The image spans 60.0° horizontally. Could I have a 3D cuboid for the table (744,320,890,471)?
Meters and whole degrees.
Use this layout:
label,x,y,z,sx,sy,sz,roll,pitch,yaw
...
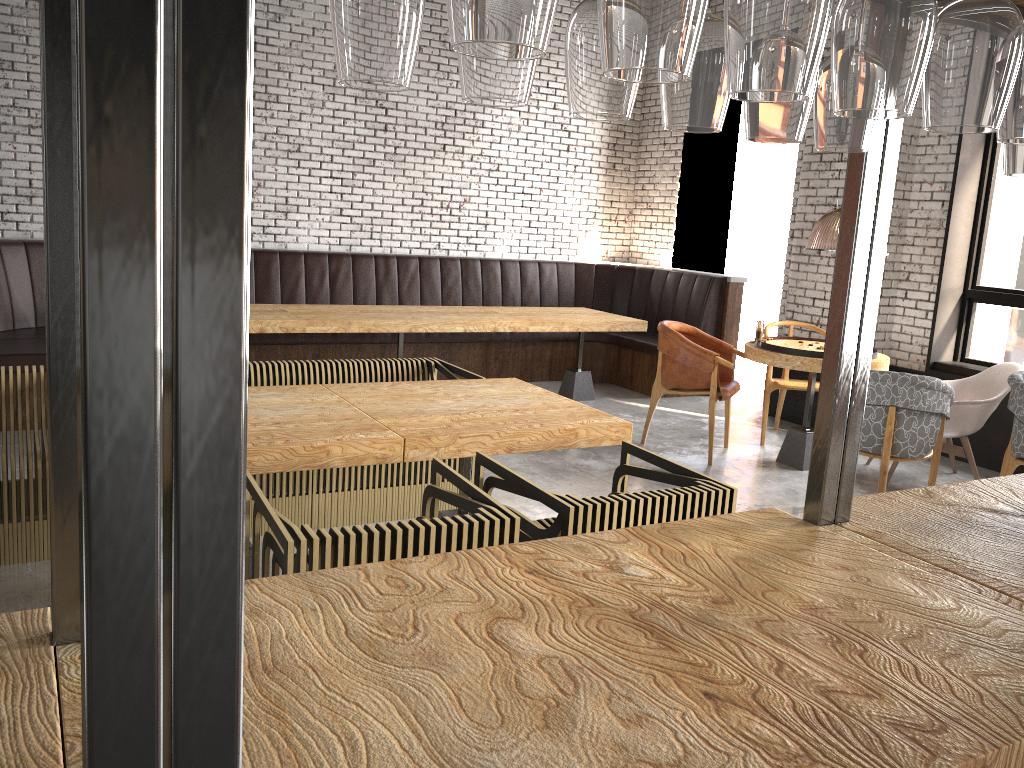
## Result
label,x,y,z,sx,sy,sz,roll,pitch,yaw
table,2.036,0.088,6.058,0.932,0.970,0.935,6,10,13

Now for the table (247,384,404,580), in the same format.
label,x,y,z,sx,sy,sz,roll,pitch,yaw
table,-1.084,0.488,3.381,0.997,0.761,1.003,-2,12,-29

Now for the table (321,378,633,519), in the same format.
label,x,y,z,sx,sy,sz,roll,pitch,yaw
table,-0.207,0.455,3.868,0.997,0.761,1.003,-2,12,-29

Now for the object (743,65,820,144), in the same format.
label,x,y,z,sx,sy,sz,roll,pitch,yaw
object,0.375,-0.472,1.222,0.101,0.266,0.101,1,10,-15

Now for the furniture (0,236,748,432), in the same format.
label,x,y,z,sx,sy,sz,roll,pitch,yaw
furniture,-1.223,-0.518,7.664,6.765,1.147,1.923,-2,12,-29

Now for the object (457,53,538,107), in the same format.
label,x,y,z,sx,sy,sz,roll,pitch,yaw
object,-0.011,-0.457,1.007,0.101,0.266,0.101,1,10,-15

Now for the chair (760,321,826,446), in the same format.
label,x,y,z,sx,sy,sz,roll,pitch,yaw
chair,2.176,0.001,6.804,0.612,0.918,0.646,3,10,-3

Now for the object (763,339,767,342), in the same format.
label,x,y,z,sx,sy,sz,roll,pitch,yaw
object,1.760,-0.304,6.182,0.032,0.020,0.031,9,11,24

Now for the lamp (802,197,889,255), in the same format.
label,x,y,z,sx,sy,sz,roll,pitch,yaw
lamp,2.257,-2.043,5.602,0.537,2.398,0.538,6,10,12

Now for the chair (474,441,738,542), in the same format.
label,x,y,z,sx,sy,sz,roll,pitch,yaw
chair,0.282,0.649,3.094,0.657,0.728,0.640,-2,11,-28

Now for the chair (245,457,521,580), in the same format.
label,x,y,z,sx,sy,sz,roll,pitch,yaw
chair,-0.432,0.679,2.682,0.657,0.728,0.640,-1,11,-26

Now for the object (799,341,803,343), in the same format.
label,x,y,z,sx,sy,sz,roll,pitch,yaw
object,2.008,-0.291,6.158,0.032,0.010,0.032,8,11,21

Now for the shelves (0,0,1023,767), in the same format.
label,x,y,z,sx,sy,sz,roll,pitch,yaw
shelves,0.262,-1.116,0.871,3.660,5.002,0.692,-2,11,-29

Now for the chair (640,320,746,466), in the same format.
label,x,y,z,sx,sy,sz,roll,pitch,yaw
chair,1.263,0.037,6.263,0.644,0.926,0.683,8,11,23

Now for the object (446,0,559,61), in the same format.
label,x,y,z,sx,sy,sz,roll,pitch,yaw
object,-0.002,-0.397,0.690,0.101,0.266,0.101,1,10,-15

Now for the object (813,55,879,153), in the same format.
label,x,y,z,sx,sy,sz,roll,pitch,yaw
object,0.496,-0.476,1.289,0.101,0.266,0.101,1,10,-15

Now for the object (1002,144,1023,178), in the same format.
label,x,y,z,sx,sy,sz,roll,pitch,yaw
object,0.904,-0.491,1.515,0.101,0.266,0.101,4,10,1

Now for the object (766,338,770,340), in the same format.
label,x,y,z,sx,sy,sz,roll,pitch,yaw
object,1.802,-0.317,6.238,0.032,0.010,0.032,8,11,21

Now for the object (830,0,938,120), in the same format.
label,x,y,z,sx,sy,sz,roll,pitch,yaw
object,0.384,-0.412,0.904,0.101,0.266,0.101,1,10,-15

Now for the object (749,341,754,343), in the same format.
label,x,y,z,sx,sy,sz,roll,pitch,yaw
object,1.672,-0.294,6.187,0.032,0.010,0.032,8,11,21

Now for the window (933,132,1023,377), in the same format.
label,x,y,z,sx,sy,sz,roll,pitch,yaw
window,3.814,-1.290,5.948,0.365,2.688,1.539,-2,11,-29

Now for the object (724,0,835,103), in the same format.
label,x,y,z,sx,sy,sz,roll,pitch,yaw
object,0.256,-0.407,0.833,0.101,0.266,0.101,1,10,-15

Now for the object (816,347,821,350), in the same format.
label,x,y,z,sx,sy,sz,roll,pitch,yaw
object,2.030,-0.235,5.866,0.032,0.010,0.032,8,11,21

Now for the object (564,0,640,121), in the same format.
label,x,y,z,sx,sy,sz,roll,pitch,yaw
object,0.118,-0.462,1.078,0.101,0.266,0.101,1,10,-15

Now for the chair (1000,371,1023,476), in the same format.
label,x,y,z,sx,sy,sz,roll,pitch,yaw
chair,2.931,0.426,4.772,0.681,0.926,0.646,-2,11,-30

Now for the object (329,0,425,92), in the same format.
label,x,y,z,sx,sy,sz,roll,pitch,yaw
object,-0.140,-0.452,0.935,0.101,0.266,0.101,1,10,-15

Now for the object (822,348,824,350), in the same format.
label,x,y,z,sx,sy,sz,roll,pitch,yaw
object,2.068,-0.233,5.872,0.032,0.010,0.032,8,11,21

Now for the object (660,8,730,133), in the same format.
label,x,y,z,sx,sy,sz,roll,pitch,yaw
object,0.247,-0.467,1.150,0.101,0.266,0.101,1,10,-15

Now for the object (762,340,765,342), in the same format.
label,x,y,z,sx,sy,sz,roll,pitch,yaw
object,1.742,-0.296,6.158,0.032,0.010,0.032,8,11,21

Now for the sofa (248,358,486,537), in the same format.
label,x,y,z,sx,sy,sz,roll,pitch,yaw
sofa,-1.102,0.295,4.503,1.806,0.728,0.642,-2,12,-29

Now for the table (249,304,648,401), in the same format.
label,x,y,z,sx,sy,sz,roll,pitch,yaw
table,-0.909,-0.192,7.084,4.136,0.761,1.003,-2,12,-29

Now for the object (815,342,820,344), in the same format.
label,x,y,z,sx,sy,sz,roll,pitch,yaw
object,2.130,-0.286,6.177,0.032,0.010,0.032,8,11,21

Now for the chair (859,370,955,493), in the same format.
label,x,y,z,sx,sy,sz,roll,pitch,yaw
chair,1.995,0.357,4.807,0.682,0.926,0.645,7,10,20

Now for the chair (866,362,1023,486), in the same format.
label,x,y,z,sx,sy,sz,roll,pitch,yaw
chair,2.872,0.249,5.876,0.802,0.847,0.773,6,10,10

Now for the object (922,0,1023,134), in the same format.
label,x,y,z,sx,sy,sz,roll,pitch,yaw
object,0.513,-0.417,0.976,0.101,0.266,0.101,1,10,-15

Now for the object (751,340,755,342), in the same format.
label,x,y,z,sx,sy,sz,roll,pitch,yaw
object,1.693,-0.300,6.228,0.032,0.010,0.032,8,11,21

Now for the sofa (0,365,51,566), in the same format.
label,x,y,z,sx,sy,sz,roll,pitch,yaw
sofa,-2.724,0.355,3.602,1.806,0.728,0.642,-2,12,-29

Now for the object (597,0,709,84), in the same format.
label,x,y,z,sx,sy,sz,roll,pitch,yaw
object,0.127,-0.402,0.761,0.101,0.266,0.101,1,10,-15

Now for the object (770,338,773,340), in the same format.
label,x,y,z,sx,sy,sz,roll,pitch,yaw
object,1.827,-0.320,6.262,0.032,0.010,0.032,8,11,21

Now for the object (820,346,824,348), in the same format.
label,x,y,z,sx,sy,sz,roll,pitch,yaw
object,2.088,-0.249,5.965,0.032,0.010,0.032,8,11,21

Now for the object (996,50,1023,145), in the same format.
label,x,y,z,sx,sy,sz,roll,pitch,yaw
object,0.634,-0.421,1.043,0.101,0.266,0.101,1,10,-15
